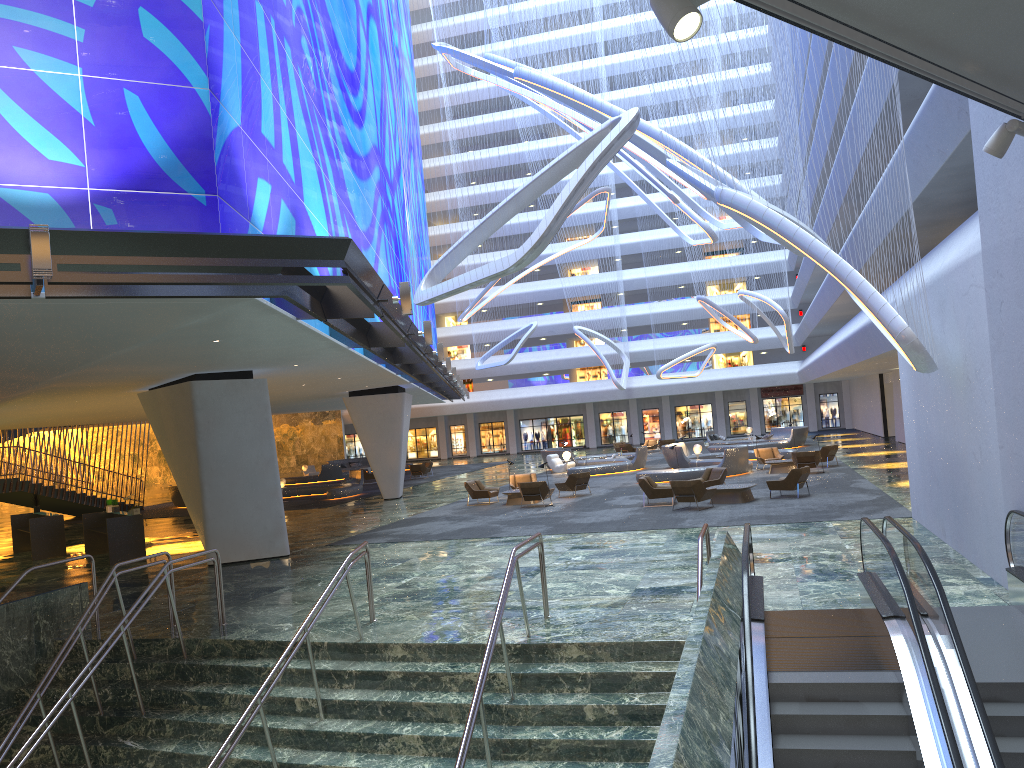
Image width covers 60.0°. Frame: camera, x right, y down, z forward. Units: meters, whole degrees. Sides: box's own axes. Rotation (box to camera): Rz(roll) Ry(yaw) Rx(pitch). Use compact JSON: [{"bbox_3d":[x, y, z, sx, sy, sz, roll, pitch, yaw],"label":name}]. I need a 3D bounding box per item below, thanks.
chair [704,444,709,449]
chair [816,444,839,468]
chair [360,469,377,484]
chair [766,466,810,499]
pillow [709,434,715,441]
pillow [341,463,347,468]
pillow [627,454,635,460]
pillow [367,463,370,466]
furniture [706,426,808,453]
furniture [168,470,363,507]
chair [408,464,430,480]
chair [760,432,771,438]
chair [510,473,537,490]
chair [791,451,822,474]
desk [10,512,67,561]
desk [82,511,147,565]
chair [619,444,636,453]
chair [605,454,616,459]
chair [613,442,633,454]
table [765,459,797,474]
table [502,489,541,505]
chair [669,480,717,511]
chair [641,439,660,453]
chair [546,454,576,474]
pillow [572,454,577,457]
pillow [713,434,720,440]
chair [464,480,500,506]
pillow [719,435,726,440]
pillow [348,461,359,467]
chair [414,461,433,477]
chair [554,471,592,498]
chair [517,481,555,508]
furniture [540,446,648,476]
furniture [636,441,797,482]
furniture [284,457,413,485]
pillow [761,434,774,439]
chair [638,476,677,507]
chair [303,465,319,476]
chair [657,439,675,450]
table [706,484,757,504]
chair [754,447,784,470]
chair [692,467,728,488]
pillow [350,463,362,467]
[{"bbox_3d":[10.665,3.482,49.305,0.490,0.501,0.587,-4,-2,-40],"label":"chair"},{"bbox_3d":[11.032,2.568,31.475,0.928,0.766,0.940,-3,-2,-41],"label":"chair"},{"bbox_3d":[-7.323,4.717,45.529,0.938,0.766,0.930,-4,-2,-13],"label":"chair"},{"bbox_3d":[7.144,2.535,22.827,0.940,0.766,0.928,-6,-2,40],"label":"chair"},{"bbox_3d":[11.845,3.152,52.256,0.295,0.368,0.768,-5,-2,28],"label":"pillow"},{"bbox_3d":[-11.163,5.343,57.975,0.315,0.386,0.784,-6,-2,32],"label":"pillow"},{"bbox_3d":[5.417,3.163,38.477,0.693,0.262,0.877,-6,-2,24],"label":"pillow"},{"bbox_3d":[-9.374,5.343,58.946,0.443,0.207,0.445,-5,-2,2],"label":"pillow"},{"bbox_3d":[13.338,2.962,48.703,5.188,0.969,9.928,-5,-2,12],"label":"furniture"},{"bbox_3d":[-10.876,4.608,38.966,9.941,0.969,5.181,-6,-3,32],"label":"furniture"},{"bbox_3d":[-4.803,4.512,45.729,0.930,0.766,0.939,-5,-2,14],"label":"chair"},{"bbox_3d":[14.463,3.037,49.557,0.928,0.766,0.940,-3,-2,-41],"label":"chair"},{"bbox_3d":[0.393,3.380,29.315,0.929,0.766,0.939,-5,-2,-1],"label":"chair"},{"bbox_3d":[9.750,2.585,29.289,0.930,0.766,0.938,-5,-2,21],"label":"chair"},{"bbox_3d":[-13.067,4.154,24.407,0.812,1.097,2.983,-4,-2,-38],"label":"desk"},{"bbox_3d":[-9.953,3.793,22.103,0.812,1.097,2.983,-4,-2,-36],"label":"desk"},{"bbox_3d":[6.582,3.716,49.776,0.937,0.766,0.931,-4,-2,-33],"label":"chair"},{"bbox_3d":[4.426,3.795,44.165,1.783,0.501,0.586,-4,-2,-21],"label":"chair"},{"bbox_3d":[6.539,3.838,52.600,0.928,0.766,0.940,-4,-2,-31],"label":"chair"},{"bbox_3d":[9.399,2.856,30.726,1.204,0.392,1.203,-5,-2,15],"label":"table"},{"bbox_3d":[0.345,3.485,27.415,1.204,0.392,1.203,-5,-2,16],"label":"table"},{"bbox_3d":[4.460,2.726,21.973,0.931,0.766,0.938,-6,-2,42],"label":"chair"},{"bbox_3d":[8.249,3.696,52.681,0.931,0.766,0.938,-6,-2,34],"label":"chair"},{"bbox_3d":[2.252,3.638,40.571,1.159,0.881,0.728,-6,-2,35],"label":"chair"},{"bbox_3d":[3.066,3.736,45.856,0.443,0.207,0.445,-4,-2,-23],"label":"pillow"},{"bbox_3d":[12.052,3.109,52.234,0.315,0.386,0.784,-6,-2,31],"label":"pillow"},{"bbox_3d":[-0.959,3.451,28.260,0.940,0.766,0.929,-6,-2,24],"label":"chair"},{"bbox_3d":[12.336,3.186,52.459,0.684,0.280,0.875,-3,-3,-37],"label":"pillow"},{"bbox_3d":[-10.431,5.315,58.704,0.774,0.366,0.317,-4,-2,-33],"label":"pillow"},{"bbox_3d":[-4.772,4.592,47.693,0.937,0.766,0.931,-4,-2,-36],"label":"chair"},{"bbox_3d":[1.979,3.197,28.164,0.928,0.766,0.940,-3,-2,-41],"label":"chair"},{"bbox_3d":[0.696,3.214,25.977,0.930,0.766,0.938,-5,-2,21],"label":"chair"},{"bbox_3d":[3.732,3.482,41.670,5.187,0.969,9.931,-5,-2,7],"label":"furniture"},{"bbox_3d":[7.585,2.863,34.700,5.193,0.969,9.919,-6,-3,32],"label":"furniture"},{"bbox_3d":[-10.549,5.250,54.882,5.193,0.969,9.919,-6,-3,32],"label":"furniture"},{"bbox_3d":[13.940,2.852,48.295,0.692,0.262,0.878,-4,-2,-22],"label":"pillow"},{"bbox_3d":[3.893,2.843,23.593,0.939,0.766,0.929,-5,-2,17],"label":"chair"},{"bbox_3d":[-12.337,5.462,54.502,0.728,0.881,1.159,-4,-2,-30],"label":"chair"},{"bbox_3d":[8.885,3.564,50.823,0.929,0.766,0.939,-5,-2,-6],"label":"chair"},{"bbox_3d":[5.683,2.844,22.932,1.205,0.392,1.202,-6,-3,33],"label":"table"},{"bbox_3d":[9.447,2.751,32.626,0.929,0.766,0.939,-5,-2,-1],"label":"chair"},{"bbox_3d":[5.484,2.756,24.739,0.938,0.766,0.931,-4,-2,-23],"label":"chair"},{"bbox_3d":[-10.363,5.345,58.517,0.692,0.262,0.877,-5,-2,6],"label":"pillow"}]
